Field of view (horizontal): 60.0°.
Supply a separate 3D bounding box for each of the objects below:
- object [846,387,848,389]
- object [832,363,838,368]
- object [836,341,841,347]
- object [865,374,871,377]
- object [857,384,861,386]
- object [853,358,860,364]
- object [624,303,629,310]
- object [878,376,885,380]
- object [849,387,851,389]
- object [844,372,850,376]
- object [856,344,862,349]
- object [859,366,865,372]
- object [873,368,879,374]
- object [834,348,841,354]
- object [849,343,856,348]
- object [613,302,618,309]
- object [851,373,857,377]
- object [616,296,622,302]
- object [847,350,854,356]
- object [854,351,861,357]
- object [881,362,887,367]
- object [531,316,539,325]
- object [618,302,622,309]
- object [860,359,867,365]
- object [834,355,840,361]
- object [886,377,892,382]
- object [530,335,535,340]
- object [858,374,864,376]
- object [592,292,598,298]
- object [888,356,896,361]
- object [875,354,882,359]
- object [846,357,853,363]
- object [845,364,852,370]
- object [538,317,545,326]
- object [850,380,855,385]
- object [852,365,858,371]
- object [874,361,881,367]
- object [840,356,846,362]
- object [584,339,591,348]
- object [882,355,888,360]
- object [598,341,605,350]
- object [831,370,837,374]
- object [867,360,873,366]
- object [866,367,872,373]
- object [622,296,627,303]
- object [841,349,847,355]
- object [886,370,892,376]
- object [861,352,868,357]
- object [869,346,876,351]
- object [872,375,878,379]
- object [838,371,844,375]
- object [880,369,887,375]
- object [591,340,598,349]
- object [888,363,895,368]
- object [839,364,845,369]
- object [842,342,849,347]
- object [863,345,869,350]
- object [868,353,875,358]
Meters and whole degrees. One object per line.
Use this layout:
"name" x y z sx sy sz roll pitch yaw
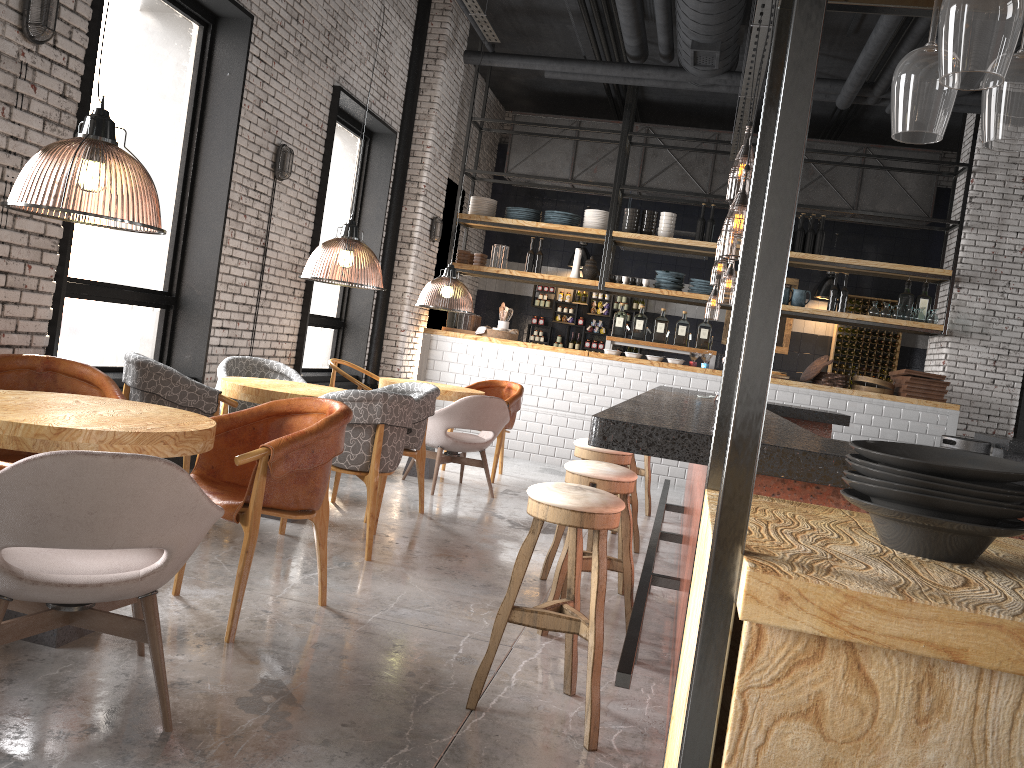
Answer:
"object" 4.822 0.068 12.811 0.079 0.079 0.281 9 2 11
"object" 4.689 -0.272 12.865 0.079 0.079 0.281 9 2 11
"object" 4.735 -0.584 12.859 0.079 0.079 0.283 9 2 11
"object" 5.129 -0.097 12.759 0.079 0.079 0.281 9 2 11
"object" 5.022 -0.007 12.780 0.079 0.079 0.281 9 2 11
"object" 4.976 -0.333 12.793 0.079 0.079 0.283 9 2 11
"object" 1.748 -1.179 13.550 0.076 0.111 0.076 8 2 6
"object" 5.315 -0.069 12.737 0.079 0.079 0.281 9 2 11
"object" 4.918 0.082 12.816 0.079 0.079 0.281 9 2 11
"object" 4.857 -0.140 12.831 0.079 0.079 0.281 9 2 11
"object" 5.006 -0.541 12.788 0.079 0.079 0.283 9 2 11
"object" 5.053 -0.215 12.775 0.079 0.079 0.281 9 2 11
"object" 5.236 -0.187 12.738 0.079 0.079 0.281 9 2 11
"object" 4.717 -0.480 12.846 0.079 0.079 0.283 9 2 11
"object" 4.911 -0.555 12.788 0.079 0.079 0.283 9 2 11
"object" 1.588 -1.203 13.581 0.076 0.111 0.076 9 2 21
"object" 4.941 -0.125 12.774 0.079 0.079 0.281 9 2 11
"object" 1.644 -1.307 13.571 0.076 0.111 0.076 8 2 -14
"object" 4.903 -0.452 12.824 0.079 0.079 0.283 9 2 11
"object" 4.987 -0.437 12.767 0.079 0.079 0.283 9 2 11
"object" 5.345 -0.277 12.733 0.079 0.079 0.283 9 2 11
"object" 0.360 -0.997 13.852 0.100 0.139 0.088 9 2 12
"object" 1.668 -1.191 13.564 0.076 0.111 0.076 9 2 31
"object" 5.068 -0.319 12.774 0.079 0.079 0.283 9 2 11
"object" 4.697 -0.375 12.826 0.079 0.079 0.283 9 2 11
"object" 5.406 -0.055 12.719 0.079 0.079 0.281 9 2 11
"object" 0.320 -0.724 13.835 0.071 0.083 0.071 9 2 21
"object" 5.036 -0.111 12.769 0.079 0.079 0.281 9 2 11
"object" 1.284 -1.395 13.644 0.079 0.156 0.079 9 2 21
"object" 5.449 -0.367 12.697 0.079 0.079 0.283 9 2 11
"object" 5.261 -0.395 12.711 0.079 0.079 0.283 9 2 11
"object" 4.883 -0.347 12.802 0.079 0.079 0.283 9 2 11
"object" 4.869 -0.244 12.813 0.079 0.079 0.281 9 2 11
"object" 0.466 -0.980 13.830 0.100 0.139 0.088 9 2 12
"object" 4.927 -0.021 12.780 0.079 0.079 0.281 9 2 11
"object" 4.965 -0.230 12.814 0.079 0.079 0.281 9 2 11
"object" 5.251 -0.291 12.737 0.079 0.079 0.283 9 2 11
"object" 4.793 -0.362 12.830 0.079 0.079 0.283 9 2 11
"object" 1.171 -0.622 13.685 0.100 0.139 0.088 9 2 12
"object" 5.361 -0.381 12.731 0.079 0.079 0.283 9 2 11
"object" 1.376 -0.591 13.643 0.100 0.139 0.088 9 2 12
"object" 4.669 -0.168 12.844 0.079 0.079 0.281 9 2 11
"object" 5.163 -0.305 12.775 0.079 0.079 0.283 9 2 11
"object" 5.147 -0.201 12.772 0.079 0.079 0.281 9 2 11
"object" 1.724 -1.295 13.556 0.076 0.111 0.076 9 2 16
"object" 4.812 -0.466 12.847 0.079 0.079 0.283 9 2 11
"object" 5.418 -0.159 12.701 0.079 0.079 0.281 9 2 11
"object" 5.079 -0.423 12.753 0.079 0.079 0.283 9 2 11
"object" 5.190 -0.513 12.750 0.079 0.079 0.283 9 2 11
"object" 5.225 -0.083 12.760 0.079 0.079 0.281 9 2 11
"object" 4.758 -0.153 12.811 0.079 0.079 0.281 9 2 11
"object" 5.323 -0.173 12.697 0.079 0.079 0.281 9 2 11
"object" 1.277 -0.606 13.663 0.100 0.139 0.088 9 2 12
"object" 5.430 -0.263 12.680 0.079 0.079 0.283 9 2 11
"object" 4.774 -0.257 12.813 0.079 0.079 0.281 9 2 11
"object" 4.823 -0.570 12.825 0.079 0.079 0.283 9 2 11
"object" 5.093 -0.527 12.746 0.079 0.079 0.283 9 2 11
"object" 5.177 -0.409 12.768 0.079 0.079 0.283 9 2 11
